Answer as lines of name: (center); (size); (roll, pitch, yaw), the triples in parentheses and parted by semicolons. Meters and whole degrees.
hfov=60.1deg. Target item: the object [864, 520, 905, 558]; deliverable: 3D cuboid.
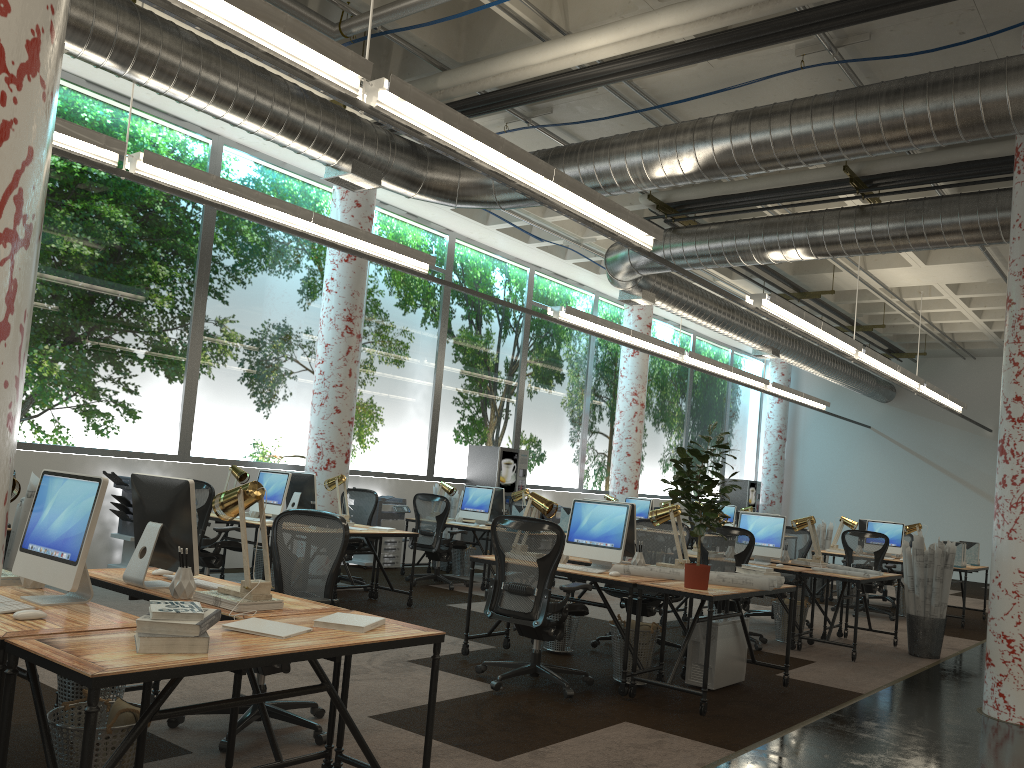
object: (5.001, 2.090, 11.888); (0.483, 0.484, 0.190); (1, -5, 38)

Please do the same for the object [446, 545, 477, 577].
object: (-0.662, 2.337, 11.820); (0.353, 0.433, 0.369); (6, -5, -16)

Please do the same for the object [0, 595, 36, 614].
object: (-1.863, 0.776, 3.168); (0.438, 0.017, 0.119); (0, -8, 38)

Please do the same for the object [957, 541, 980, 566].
object: (6.153, 2.291, 11.954); (0.280, 0.301, 0.151); (1, -5, 38)

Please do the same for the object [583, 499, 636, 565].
object: (0.736, 1.153, 6.907); (0.483, 0.484, 0.190); (1, -5, 38)

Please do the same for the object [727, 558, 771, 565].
object: (2.307, 1.737, 8.657); (0.438, 0.017, 0.119); (0, -8, 38)

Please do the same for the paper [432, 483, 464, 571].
paper: (-0.944, 1.983, 12.333); (0.440, 1.194, 0.414); (4, -4, 16)

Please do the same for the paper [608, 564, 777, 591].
paper: (1.208, 1.297, 5.986); (1.133, 0.082, 0.083); (4, -5, 13)

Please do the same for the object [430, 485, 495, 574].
object: (-0.694, 1.885, 11.278); (1.077, 1.205, 0.191); (1, -5, 39)

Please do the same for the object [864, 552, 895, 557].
object: (5.255, 2.425, 12.610); (0.438, 0.017, 0.119); (0, -8, 38)

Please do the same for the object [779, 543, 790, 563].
object: (2.818, 1.739, 9.141); (0.101, 0.208, 0.102); (5, -4, -7)

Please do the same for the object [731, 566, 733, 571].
object: (4.221, 3.282, 16.574); (0.358, 0.433, 0.355); (2, -5, 35)

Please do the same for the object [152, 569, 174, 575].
object: (-1.684, 0.904, 4.270); (0.059, 0.029, 0.107); (1, -7, 39)

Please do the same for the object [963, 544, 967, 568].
object: (5.624, 2.171, 11.277); (0.280, 0.301, 0.151); (1, -5, 38)

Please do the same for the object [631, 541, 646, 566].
object: (0.952, 1.283, 6.643); (0.101, 0.208, 0.102); (5, -4, -7)

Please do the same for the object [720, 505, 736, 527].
object: (4.004, 2.532, 16.785); (0.483, 0.484, 0.190); (1, -5, 38)

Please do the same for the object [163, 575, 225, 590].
object: (-1.432, 0.911, 4.062); (0.438, 0.017, 0.119); (0, -8, 38)

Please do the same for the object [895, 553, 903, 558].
object: (5.335, 2.292, 12.200); (0.101, 0.208, 0.102); (5, -4, -7)

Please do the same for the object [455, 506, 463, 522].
object: (-0.671, 1.672, 11.361); (0.101, 0.208, 0.102); (5, -4, -7)

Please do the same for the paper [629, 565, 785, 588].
paper: (1.312, 1.320, 6.116); (1.134, 0.082, 0.083); (5, -5, 3)

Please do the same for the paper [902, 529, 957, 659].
paper: (3.964, 2.000, 8.489); (0.440, 1.194, 0.414); (4, -4, 16)

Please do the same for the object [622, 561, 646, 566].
object: (0.872, 1.415, 7.053); (0.438, 0.017, 0.119); (0, -8, 38)

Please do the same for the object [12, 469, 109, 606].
object: (-1.686, 0.576, 3.340); (0.483, 0.484, 0.190); (1, -5, 38)

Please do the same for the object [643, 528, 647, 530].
object: (2.090, 2.274, 13.859); (0.059, 0.029, 0.107); (1, -7, 39)

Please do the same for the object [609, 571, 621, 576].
object: (0.694, 1.274, 5.952); (0.059, 0.029, 0.107); (1, -7, 39)

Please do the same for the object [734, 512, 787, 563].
object: (2.484, 1.537, 8.828); (0.483, 0.484, 0.190); (1, -5, 38)

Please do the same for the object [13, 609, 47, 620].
object: (-1.609, 0.769, 2.960); (0.059, 0.029, 0.107); (1, -7, 39)

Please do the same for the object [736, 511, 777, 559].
object: (2.602, 1.610, 9.404); (0.483, 0.484, 0.190); (1, -5, 38)

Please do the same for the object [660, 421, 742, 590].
object: (1.185, 0.759, 5.635); (0.513, 1.074, 0.440); (3, -4, 29)

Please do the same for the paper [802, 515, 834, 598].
paper: (4.487, 2.546, 13.108); (0.440, 1.194, 0.414); (4, -4, 16)

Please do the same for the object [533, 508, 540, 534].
object: (0.193, 1.608, 10.502); (0.280, 0.301, 0.151); (1, -5, 38)

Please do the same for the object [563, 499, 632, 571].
object: (0.618, 1.081, 6.331); (0.483, 0.484, 0.190); (1, -5, 38)

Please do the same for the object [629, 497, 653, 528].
object: (2.131, 2.153, 14.814); (0.483, 0.484, 0.190); (1, -5, 38)

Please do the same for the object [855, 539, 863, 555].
object: (4.760, 2.234, 12.136); (0.101, 0.208, 0.102); (5, -4, -7)

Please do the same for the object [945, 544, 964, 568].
object: (5.533, 2.150, 11.161); (0.280, 0.301, 0.151); (1, -5, 38)

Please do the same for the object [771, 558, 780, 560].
object: (2.738, 1.872, 9.550); (0.438, 0.017, 0.119); (0, -8, 38)

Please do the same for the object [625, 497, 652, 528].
object: (2.013, 2.081, 14.238); (0.483, 0.484, 0.190); (1, -5, 38)

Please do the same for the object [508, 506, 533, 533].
object: (0.102, 1.588, 10.386); (0.280, 0.301, 0.151); (1, -5, 38)

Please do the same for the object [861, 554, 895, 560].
object: (4.824, 2.290, 11.717); (0.438, 0.017, 0.119); (0, -8, 38)

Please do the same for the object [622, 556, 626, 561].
object: (1.783, 2.891, 14.944); (0.358, 0.433, 0.355); (2, -5, 35)

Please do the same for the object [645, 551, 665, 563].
object: (1.114, 2.622, 12.996); (3.424, 0.435, 0.366); (11, -7, -42)

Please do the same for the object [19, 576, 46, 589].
object: (-1.927, 0.720, 3.588); (0.101, 0.208, 0.102); (5, -4, -7)

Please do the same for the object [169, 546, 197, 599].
object: (-1.351, 0.778, 3.652); (0.101, 0.208, 0.102); (5, -4, -7)

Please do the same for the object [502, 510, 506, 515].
object: (-0.096, 1.729, 11.425); (0.101, 0.208, 0.102); (5, -4, -7)

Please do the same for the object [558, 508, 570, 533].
object: (0.722, 1.728, 11.179); (0.280, 0.301, 0.151); (1, -5, 38)

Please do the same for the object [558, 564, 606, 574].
object: (0.441, 1.281, 6.160); (0.438, 0.017, 0.119); (0, -8, 38)

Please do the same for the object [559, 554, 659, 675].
object: (0.656, 1.589, 6.355); (0.847, 0.930, 0.105); (2, -4, 33)

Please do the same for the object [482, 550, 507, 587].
object: (-0.214, 2.277, 10.901); (0.358, 0.433, 0.355); (2, -5, 35)

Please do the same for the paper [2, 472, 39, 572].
paper: (-3.185, 1.031, 5.356); (0.440, 1.194, 0.414); (4, -4, 16)

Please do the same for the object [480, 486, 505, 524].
object: (-0.312, 1.600, 11.689); (0.483, 0.484, 0.190); (1, -5, 38)

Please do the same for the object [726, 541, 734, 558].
object: (2.243, 1.682, 9.077); (0.101, 0.208, 0.102); (5, -4, -7)

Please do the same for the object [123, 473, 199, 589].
object: (-1.568, 0.649, 3.916); (0.483, 0.484, 0.190); (1, -5, 38)

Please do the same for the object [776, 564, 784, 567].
object: (2.560, 1.731, 8.449); (0.059, 0.029, 0.107); (1, -7, 39)

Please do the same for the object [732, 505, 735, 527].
object: (4.123, 2.604, 17.362); (0.483, 0.484, 0.190); (1, -5, 38)

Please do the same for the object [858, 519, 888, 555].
object: (5.119, 2.163, 12.464); (0.483, 0.484, 0.190); (1, -5, 38)

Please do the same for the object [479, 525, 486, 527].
object: (-0.354, 1.721, 10.733); (0.059, 0.029, 0.107); (1, -7, 39)

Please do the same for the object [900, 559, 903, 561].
object: (5.078, 2.283, 11.508); (0.059, 0.029, 0.107); (1, -7, 39)
